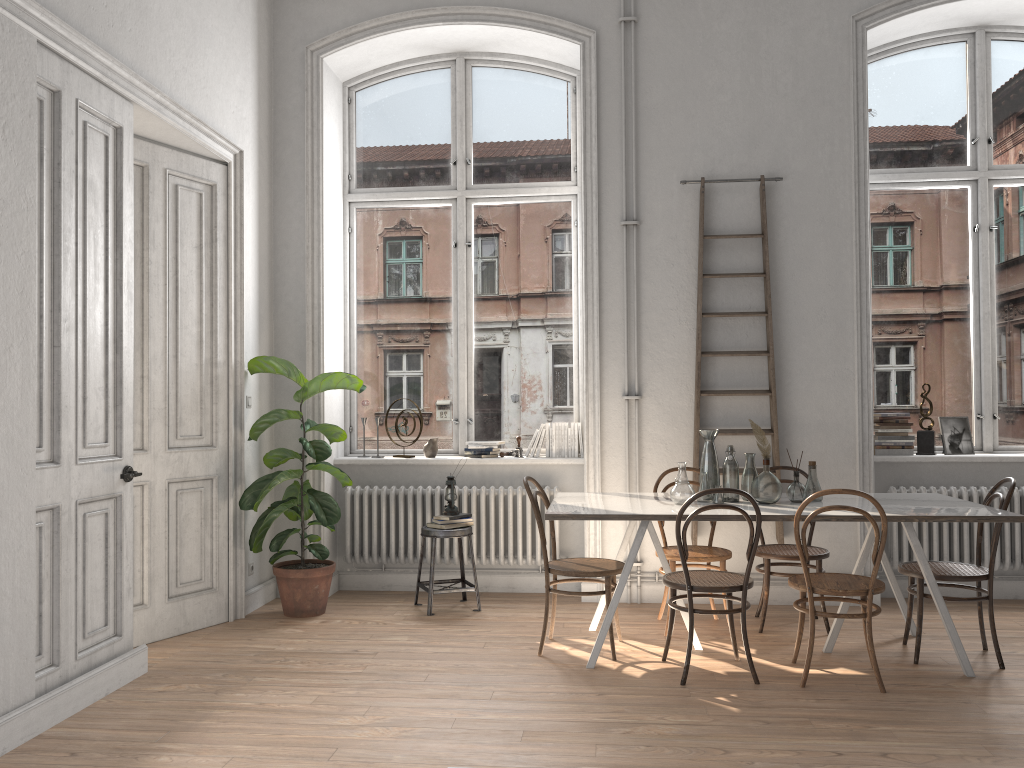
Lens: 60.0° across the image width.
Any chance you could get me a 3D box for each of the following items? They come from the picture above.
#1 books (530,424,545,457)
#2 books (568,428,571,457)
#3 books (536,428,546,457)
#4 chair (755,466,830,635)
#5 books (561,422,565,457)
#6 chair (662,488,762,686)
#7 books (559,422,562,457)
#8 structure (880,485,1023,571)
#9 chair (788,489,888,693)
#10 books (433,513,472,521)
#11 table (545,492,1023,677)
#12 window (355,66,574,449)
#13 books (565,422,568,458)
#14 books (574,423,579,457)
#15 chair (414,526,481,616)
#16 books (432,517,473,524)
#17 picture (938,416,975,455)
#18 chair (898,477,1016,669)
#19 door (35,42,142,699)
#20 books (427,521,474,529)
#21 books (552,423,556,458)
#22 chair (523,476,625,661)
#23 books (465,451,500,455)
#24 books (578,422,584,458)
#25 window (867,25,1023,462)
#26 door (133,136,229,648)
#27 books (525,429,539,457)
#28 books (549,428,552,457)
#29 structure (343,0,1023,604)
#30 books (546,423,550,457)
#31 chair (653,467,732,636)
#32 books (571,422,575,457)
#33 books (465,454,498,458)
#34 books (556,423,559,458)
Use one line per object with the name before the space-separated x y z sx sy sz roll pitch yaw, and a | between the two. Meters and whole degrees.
books | 0.183 0.400 6.311 0.100 0.235 0.174 -1 -1 6
books | 0.410 0.414 6.288 0.020 0.205 0.155 -1 -1 6
books | 0.208 0.417 6.310 0.072 0.203 0.155 -1 -1 6
chair | 1.640 0.962 5.245 0.438 0.920 0.549 -1 -1 13
books | 0.368 0.396 6.314 0.024 0.243 0.175 -1 -1 6
chair | 0.957 0.940 4.293 0.438 0.920 0.549 0 -1 1
books | 0.347 0.396 6.311 0.019 0.243 0.174 -1 -1 6
structure | 3.228 0.942 5.812 1.577 0.552 0.194 -1 -1 6
chair | 1.535 0.933 4.196 0.438 0.920 0.549 -1 -1 17
books | -0.389 0.867 5.799 0.147 0.027 0.221 -2 -2 38
table | 1.313 1.018 4.689 2.200 0.779 1.100 -1 -1 6
window | -0.364 -0.938 6.559 1.622 2.842 0.013 -1 -1 6
books | 0.387 0.395 6.290 0.019 0.243 0.174 -1 -1 6
books | 0.458 0.394 6.285 0.024 0.243 0.175 -1 -1 6
chair | -0.420 1.190 5.759 0.364 0.522 0.360 0 -1 -20
books | -0.390 0.890 5.798 0.232 0.029 0.163 0 -2 -23
picture | 3.007 0.354 6.051 0.221 0.264 0.149 0 -1 -10
chair | 2.275 0.937 4.544 0.549 0.920 0.438 -1 -1 19
door | -1.956 0.001 3.837 0.216 2.814 1.097 -1 -1 7
books | -0.402 0.916 5.796 0.246 0.034 0.194 1 -2 -44
books | 0.302 0.396 6.290 0.024 0.243 0.175 -1 -1 6
chair | 0.340 0.959 4.769 0.549 0.920 0.438 -1 -1 14
books | -0.212 0.489 6.337 0.205 0.022 0.155 -1 -2 26
books | 0.489 0.394 6.279 0.040 0.244 0.174 -1 -1 6
window | 9.810 -5.313 8.585 14.385 15.932 26.403 -1 -1 6
door | -2.001 0.034 5.010 0.216 2.814 1.097 -1 -1 31
books | 0.145 0.421 6.319 0.105 0.194 0.155 -1 -1 5
books | 0.282 0.415 6.302 0.020 0.205 0.155 -1 -1 6
structure | 1.372 -0.793 5.965 5.182 4.473 0.340 -1 -1 6
books | 0.258 0.397 6.326 0.024 0.243 0.175 -1 -1 6
chair | 1.062 0.966 5.226 0.438 0.920 0.549 -1 -1 4
books | 0.435 0.395 6.307 0.024 0.243 0.175 -1 -1 6
books | -0.218 0.512 6.341 0.147 0.023 0.221 1 -2 -35
books | 0.325 0.396 6.296 0.019 0.243 0.174 -1 -1 6
